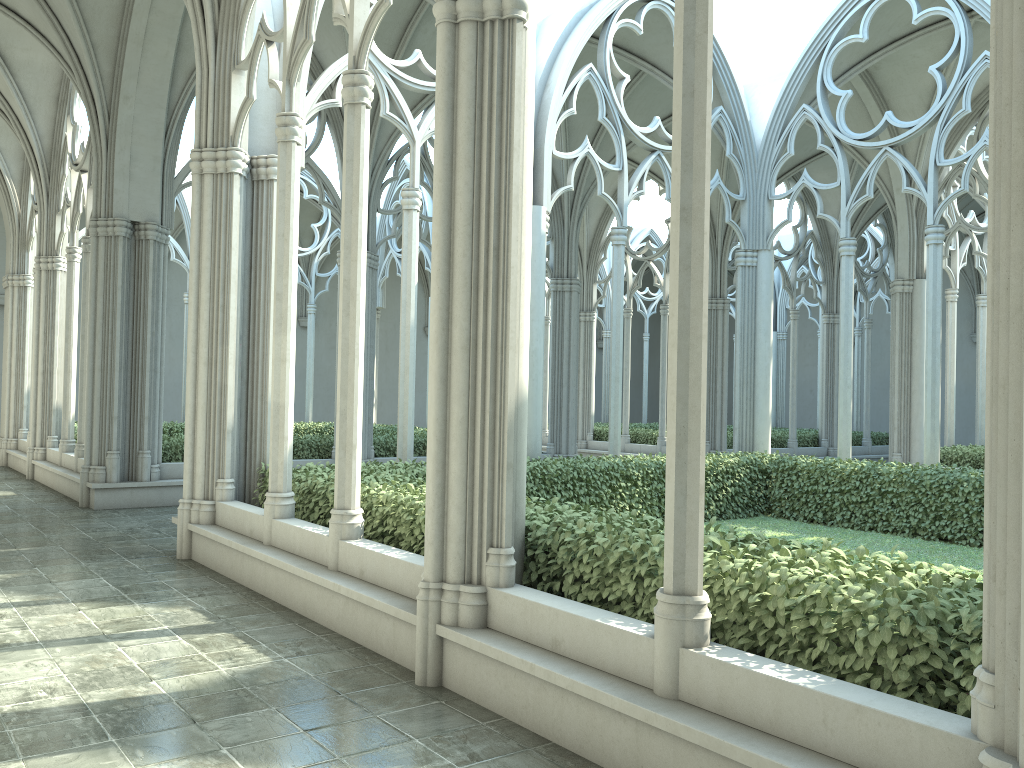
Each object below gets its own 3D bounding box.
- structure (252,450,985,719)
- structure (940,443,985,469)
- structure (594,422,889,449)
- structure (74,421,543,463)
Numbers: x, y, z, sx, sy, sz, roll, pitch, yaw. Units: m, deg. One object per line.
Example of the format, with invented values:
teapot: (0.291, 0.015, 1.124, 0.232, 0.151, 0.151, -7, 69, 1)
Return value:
structure: (2.923, 1.338, 8.146, 8.018, 0.963, 7.995, 2, -1, -37)
structure: (13.376, 1.709, 15.975, 8.018, 0.963, 7.995, 2, -1, -37)
structure: (5.528, 1.721, 26.447, 8.018, 0.963, 7.995, 2, -1, -37)
structure: (-4.919, 1.349, 18.610, 8.018, 0.963, 7.995, 2, -1, -37)
